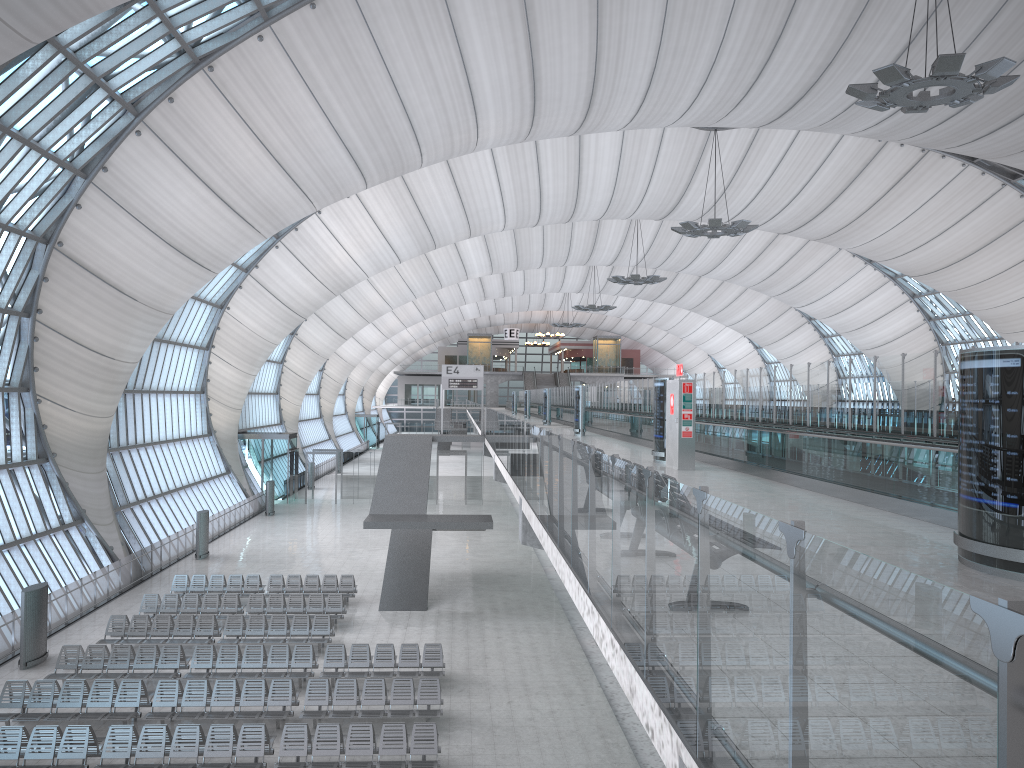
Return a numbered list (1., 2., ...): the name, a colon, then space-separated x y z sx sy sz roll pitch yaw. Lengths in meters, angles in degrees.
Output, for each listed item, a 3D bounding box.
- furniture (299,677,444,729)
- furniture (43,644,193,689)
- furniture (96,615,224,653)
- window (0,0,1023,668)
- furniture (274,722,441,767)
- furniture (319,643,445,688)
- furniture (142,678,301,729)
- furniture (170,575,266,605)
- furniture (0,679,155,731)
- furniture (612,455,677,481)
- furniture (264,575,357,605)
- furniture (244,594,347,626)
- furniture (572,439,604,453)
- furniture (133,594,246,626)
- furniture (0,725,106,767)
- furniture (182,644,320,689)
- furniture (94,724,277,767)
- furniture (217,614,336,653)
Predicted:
1. furniture: -2.697 6.201 17.307 2.705 0.913 1.572 1 -1 -3
2. furniture: -8.522 6.158 19.363 2.705 0.913 1.572 1 -1 -3
3. furniture: -8.682 6.197 22.029 2.705 0.913 1.572 1 -1 -3
4. window: 7.219 -2.174 78.307 50.537 20.004 167.818 1 -1 -3
5. furniture: -2.553 6.167 14.910 2.705 0.913 1.572 1 -1 -3
6. furniture: -2.841 6.235 19.704 2.705 0.913 1.572 1 -1 -3
7. furniture: -5.538 6.163 17.137 2.705 0.913 1.572 1 -1 -3
8. furniture: -8.982 6.268 27.010 2.705 0.913 1.572 1 -1 -3
9. furniture: -8.378 6.124 16.967 2.705 0.913 1.572 1 -1 -3
10. furniture: 1.334 1.086 6.982 0.713 0.902 2.520 1 -1 -3
11. furniture: -6.141 6.306 27.180 2.705 0.913 1.572 1 -1 -3
12. furniture: -5.983 6.268 24.544 2.705 0.913 1.572 1 -1 -3
13. furniture: 1.171 1.129 9.999 0.713 0.902 2.520 1 -1 -3
14. furniture: -8.823 6.230 24.374 2.705 0.913 1.572 1 -1 -3
15. furniture: -8.234 6.090 14.570 2.705 0.913 1.572 1 -1 -3
16. furniture: -5.682 6.197 19.533 2.705 0.913 1.572 1 -1 -3
17. furniture: -5.393 6.128 14.740 2.705 0.913 1.572 1 -1 -3
18. furniture: -5.842 6.235 22.199 2.705 0.913 1.572 1 -1 -3
